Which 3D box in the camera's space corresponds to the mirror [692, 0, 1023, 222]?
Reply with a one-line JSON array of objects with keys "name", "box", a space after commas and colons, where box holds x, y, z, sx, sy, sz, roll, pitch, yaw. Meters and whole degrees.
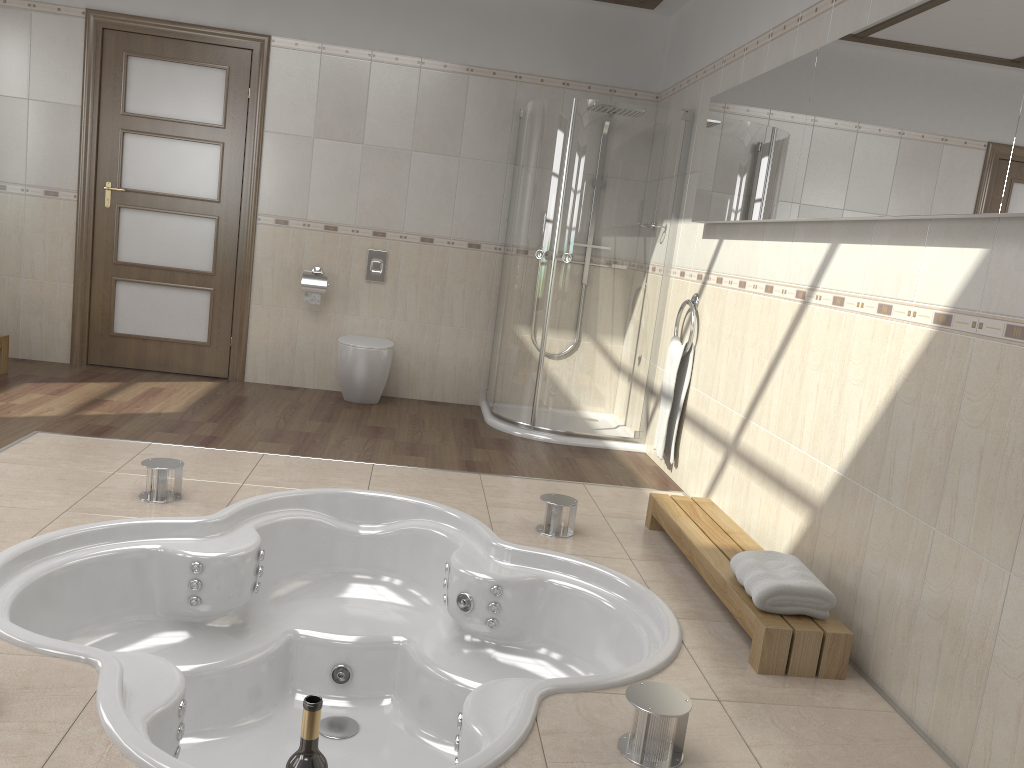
[{"name": "mirror", "box": [1.106, -0.790, 2.590, 0.005, 0.600, 3.600, 6, 9, -7]}]

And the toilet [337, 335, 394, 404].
[{"name": "toilet", "box": [-0.920, -0.078, 5.503, 0.337, 0.388, 0.519, 6, 9, -7]}]

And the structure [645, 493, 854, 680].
[{"name": "structure", "box": [0.758, 0.646, 3.105, 0.260, 0.140, 1.280, 6, 9, -7]}]

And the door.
[{"name": "door", "box": [-2.129, -1.077, 5.493, 0.861, 2.026, 0.102, 6, 9, -9]}]

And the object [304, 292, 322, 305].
[{"name": "object", "box": [-1.239, -0.579, 5.544, 0.098, 0.151, 0.090, 6, 9, -7]}]

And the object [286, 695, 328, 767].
[{"name": "object", "box": [-0.348, 0.672, 1.493, 0.070, 0.307, 0.070, -1, 12, -40]}]

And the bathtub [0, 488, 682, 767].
[{"name": "bathtub", "box": [-0.538, 0.939, 2.719, 1.754, 0.674, 1.751, 14, 12, 38]}]

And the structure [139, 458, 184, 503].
[{"name": "structure", "box": [-1.305, 0.358, 3.305, 0.150, 0.131, 0.150, -1, 12, -41]}]

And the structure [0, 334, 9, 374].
[{"name": "structure", "box": [-3.186, -0.093, 4.362, 0.620, 0.220, 1.450, 7, 9, -2]}]

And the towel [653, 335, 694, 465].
[{"name": "towel", "box": [0.819, 0.074, 4.535, 0.083, 0.635, 0.280, 6, 9, -6]}]

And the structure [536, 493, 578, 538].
[{"name": "structure", "box": [0.176, 0.515, 3.481, 0.150, 0.131, 0.150, 4, 10, -17]}]

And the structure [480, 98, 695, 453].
[{"name": "structure", "box": [0.395, -0.668, 5.334, 0.900, 1.917, 0.900, 6, 9, -7]}]

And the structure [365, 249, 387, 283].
[{"name": "structure", "box": [-0.864, -0.751, 5.649, 0.120, 0.200, 0.010, 6, 9, -7]}]

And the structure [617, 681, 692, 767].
[{"name": "structure", "box": [0.323, 0.772, 2.010, 0.150, 0.131, 0.150, 8, 9, 3]}]

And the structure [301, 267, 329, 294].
[{"name": "structure", "box": [-1.226, -0.653, 5.556, 0.170, 0.151, 0.154, 6, 9, -7]}]

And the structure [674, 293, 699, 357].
[{"name": "structure", "box": [0.886, -0.300, 4.484, 0.051, 0.332, 0.291, 6, 9, -7]}]

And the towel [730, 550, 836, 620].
[{"name": "towel", "box": [0.810, 0.597, 2.696, 0.233, 0.099, 0.331, 7, 9, -2]}]
